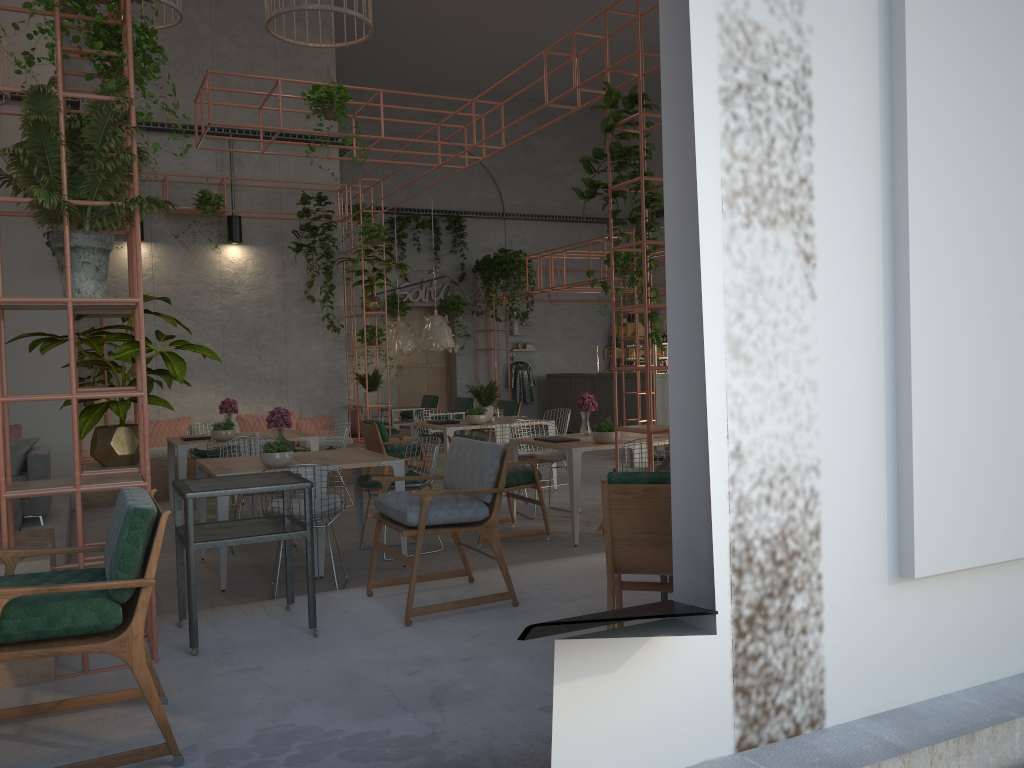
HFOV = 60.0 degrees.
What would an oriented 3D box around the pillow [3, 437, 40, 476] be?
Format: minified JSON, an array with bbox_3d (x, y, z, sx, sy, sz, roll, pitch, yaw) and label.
[{"bbox_3d":[-4.796,0.690,8.476,0.495,0.349,0.308,-1,2,24],"label":"pillow"}]

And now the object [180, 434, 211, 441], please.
[{"bbox_3d":[-3.361,0.568,9.417,0.268,0.031,0.427,-3,2,-26],"label":"object"}]

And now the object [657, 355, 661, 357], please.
[{"bbox_3d":[2.663,-0.515,16.204,0.132,0.051,0.099,-3,2,-28],"label":"object"}]

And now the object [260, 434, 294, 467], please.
[{"bbox_3d":[-1.747,0.493,6.587,0.247,0.247,0.252,-3,2,-26],"label":"object"}]

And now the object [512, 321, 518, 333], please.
[{"bbox_3d":[0.066,-1.273,19.345,0.136,0.336,0.145,-2,2,-12],"label":"object"}]

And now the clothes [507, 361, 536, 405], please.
[{"bbox_3d":[0.222,-0.003,19.426,0.366,0.997,0.625,0,2,44],"label":"clothes"}]

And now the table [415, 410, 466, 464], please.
[{"bbox_3d":[-1.110,0.837,13.804,0.635,0.798,0.602,-3,2,-26],"label":"table"}]

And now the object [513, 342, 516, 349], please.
[{"bbox_3d":[0.052,-0.837,19.362,0.055,0.164,0.092,-2,2,-7],"label":"object"}]

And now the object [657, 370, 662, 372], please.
[{"bbox_3d":[2.656,-0.271,16.226,0.240,0.104,0.073,-3,2,-45],"label":"object"}]

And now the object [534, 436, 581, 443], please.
[{"bbox_3d":[0.412,0.516,8.158,0.268,0.031,0.427,-3,2,-26],"label":"object"}]

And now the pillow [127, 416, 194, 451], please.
[{"bbox_3d":[-4.482,0.669,11.405,0.839,0.474,0.276,-3,2,-36],"label":"pillow"}]

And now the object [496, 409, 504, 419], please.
[{"bbox_3d":[-0.150,0.378,10.995,0.095,0.119,0.095,-2,2,-2],"label":"object"}]

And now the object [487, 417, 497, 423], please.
[{"bbox_3d":[-0.237,0.422,10.540,0.115,0.078,0.115,-2,2,-20],"label":"object"}]

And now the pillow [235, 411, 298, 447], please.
[{"bbox_3d":[-3.313,0.619,11.926,0.839,0.474,0.276,-2,2,-6],"label":"pillow"}]

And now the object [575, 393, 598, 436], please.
[{"bbox_3d":[0.722,0.290,8.576,0.213,0.414,0.225,-3,2,-34],"label":"object"}]

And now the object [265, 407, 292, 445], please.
[{"bbox_3d":[-1.912,0.394,7.293,0.213,0.414,0.225,-3,2,-34],"label":"object"}]

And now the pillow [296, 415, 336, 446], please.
[{"bbox_3d":[-2.743,0.642,12.229,0.666,0.385,0.289,-3,2,-31],"label":"pillow"}]

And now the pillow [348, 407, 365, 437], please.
[{"bbox_3d":[-2.356,0.558,13.097,0.276,0.474,0.839,-3,2,-36],"label":"pillow"}]

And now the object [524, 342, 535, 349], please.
[{"bbox_3d":[0.386,-0.838,19.511,0.219,0.149,0.129,-3,2,-26],"label":"object"}]

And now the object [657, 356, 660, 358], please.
[{"bbox_3d":[2.619,-0.505,16.195,0.151,0.052,0.097,-2,2,-24],"label":"object"}]

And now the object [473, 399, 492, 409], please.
[{"bbox_3d":[-0.363,0.299,11.039,0.241,0.313,0.241,-1,2,19],"label":"object"}]

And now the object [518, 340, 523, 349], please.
[{"bbox_3d":[0.192,-0.863,19.416,0.081,0.204,0.081,-3,2,-26],"label":"object"}]

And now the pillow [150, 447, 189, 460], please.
[{"bbox_3d":[-4.358,0.864,10.998,0.637,0.149,0.491,-2,2,-25],"label":"pillow"}]

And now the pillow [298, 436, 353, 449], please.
[{"bbox_3d":[-2.502,0.782,11.902,0.637,0.149,0.491,-2,2,-25],"label":"pillow"}]

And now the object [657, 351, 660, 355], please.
[{"bbox_3d":[2.625,-0.552,16.131,0.142,0.087,0.094,-2,2,-18],"label":"object"}]

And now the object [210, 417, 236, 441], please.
[{"bbox_3d":[-2.945,0.458,9.045,0.248,0.247,0.254,-3,2,-26],"label":"object"}]

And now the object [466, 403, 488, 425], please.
[{"bbox_3d":[-0.409,0.347,10.280,0.248,0.247,0.254,-3,2,-26],"label":"object"}]

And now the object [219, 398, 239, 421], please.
[{"bbox_3d":[-3.113,0.359,9.756,0.213,0.414,0.225,-3,2,-34],"label":"object"}]

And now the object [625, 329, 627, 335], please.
[{"bbox_3d":[2.558,-1.137,19.633,0.123,0.142,0.141,-3,2,-26],"label":"object"}]

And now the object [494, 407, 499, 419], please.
[{"bbox_3d":[-0.275,0.363,11.171,0.165,0.154,0.210,-3,2,-36],"label":"object"}]

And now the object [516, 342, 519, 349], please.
[{"bbox_3d":[0.120,-0.833,19.372,0.063,0.151,0.063,-3,2,-40],"label":"object"}]

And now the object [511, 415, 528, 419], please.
[{"bbox_3d":[0.093,0.410,10.987,0.218,0.041,0.218,-2,2,-18],"label":"object"}]

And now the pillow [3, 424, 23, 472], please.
[{"bbox_3d":[-5.238,0.653,8.619,0.836,0.476,0.273,-3,2,-26],"label":"pillow"}]

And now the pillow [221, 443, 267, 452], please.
[{"bbox_3d":[-3.416,0.823,11.457,0.637,0.149,0.491,-2,2,-25],"label":"pillow"}]

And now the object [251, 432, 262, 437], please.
[{"bbox_3d":[-2.693,0.530,9.343,0.115,0.078,0.115,-2,2,-20],"label":"object"}]

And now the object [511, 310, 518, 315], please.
[{"bbox_3d":[0.054,-1.576,19.327,0.133,0.145,0.133,-1,2,26],"label":"object"}]

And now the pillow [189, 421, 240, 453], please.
[{"bbox_3d":[-3.894,0.692,11.668,0.666,0.385,0.289,-3,2,-31],"label":"pillow"}]

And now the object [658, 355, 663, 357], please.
[{"bbox_3d":[2.690,-0.526,16.185,0.152,0.058,0.095,-3,2,-35],"label":"object"}]

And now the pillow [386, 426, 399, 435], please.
[{"bbox_3d":[-2.018,0.725,13.383,0.491,0.149,0.637,-2,2,-25],"label":"pillow"}]

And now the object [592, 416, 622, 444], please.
[{"bbox_3d":[0.827,0.407,7.787,0.247,0.247,0.252,-3,2,-26],"label":"object"}]

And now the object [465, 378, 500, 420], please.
[{"bbox_3d":[-0.329,0.190,10.711,0.438,0.527,0.368,-3,2,-26],"label":"object"}]
